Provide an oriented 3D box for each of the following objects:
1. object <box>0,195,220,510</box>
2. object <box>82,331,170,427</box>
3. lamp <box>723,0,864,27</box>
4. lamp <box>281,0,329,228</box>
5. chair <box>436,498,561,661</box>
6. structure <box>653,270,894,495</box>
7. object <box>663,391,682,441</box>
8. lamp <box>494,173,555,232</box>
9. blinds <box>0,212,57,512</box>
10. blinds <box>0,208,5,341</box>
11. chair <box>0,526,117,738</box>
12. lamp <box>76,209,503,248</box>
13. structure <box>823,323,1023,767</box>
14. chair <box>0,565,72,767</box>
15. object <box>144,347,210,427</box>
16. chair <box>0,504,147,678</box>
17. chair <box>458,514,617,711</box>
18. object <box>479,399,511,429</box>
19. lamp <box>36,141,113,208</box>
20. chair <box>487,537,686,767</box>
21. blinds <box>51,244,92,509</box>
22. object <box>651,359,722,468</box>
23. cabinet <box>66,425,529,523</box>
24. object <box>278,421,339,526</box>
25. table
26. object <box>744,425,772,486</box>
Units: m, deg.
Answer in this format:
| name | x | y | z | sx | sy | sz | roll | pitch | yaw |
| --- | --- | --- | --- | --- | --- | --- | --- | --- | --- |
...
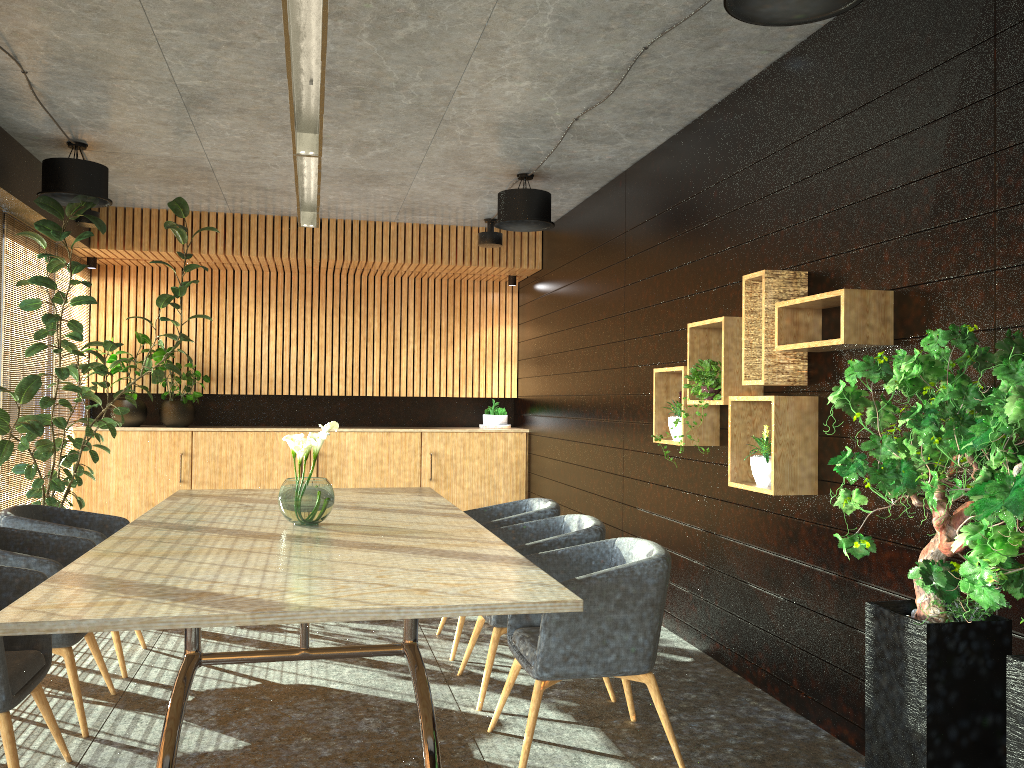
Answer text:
| name | x | y | z | sx | sy | sz | roll | pitch | yaw |
| --- | --- | --- | --- | --- | --- | --- | --- | --- | --- |
| object | -3.697 | 0.060 | 7.374 | 1.958 | 3.266 | 1.875 | 0 | -1 | 26 |
| object | -4.209 | -0.062 | 9.635 | 0.666 | 1.054 | 0.640 | 0 | -1 | 29 |
| lamp | 1.032 | -1.615 | 3.218 | 0.513 | 0.497 | 0.513 | 0 | -1 | 17 |
| lamp | -1.086 | -1.523 | 4.731 | 0.151 | 0.618 | 4.009 | 1 | -1 | -13 |
| chair | -0.072 | 1.233 | 5.821 | 0.761 | 0.944 | 0.706 | 1 | -1 | -13 |
| structure | 1.303 | -0.005 | 4.893 | 0.242 | 1.130 | 2.172 | 1 | -1 | -13 |
| object | 1.083 | 0.202 | 5.680 | 0.241 | 0.318 | 0.226 | 2 | -1 | -38 |
| lamp | 0.105 | -1.539 | 7.449 | 0.513 | 0.497 | 0.513 | 0 | -1 | 17 |
| blinds | -4.248 | 0.141 | 7.798 | 0.039 | 3.038 | 1.422 | 1 | -1 | -13 |
| blinds | -3.918 | 0.115 | 6.341 | 0.039 | 3.038 | 1.422 | 1 | -1 | -13 |
| chair | -2.411 | 1.176 | 4.370 | 0.761 | 0.944 | 0.706 | 1 | -1 | -13 |
| lamp | -2.137 | -1.623 | 8.846 | 4.179 | 0.294 | 0.257 | 1 | -1 | -13 |
| structure | 1.556 | 0.660 | 2.412 | 0.952 | 1.987 | 2.081 | 1 | -1 | -11 |
| chair | -2.212 | 1.160 | 3.493 | 0.761 | 0.944 | 0.706 | 1 | -1 | -13 |
| object | -3.706 | 0.033 | 9.732 | 0.679 | 0.880 | 0.512 | 1 | -1 | -9 |
| chair | -2.609 | 1.192 | 5.247 | 0.761 | 0.944 | 0.706 | 1 | -1 | -13 |
| chair | 0.126 | 1.217 | 4.943 | 0.761 | 0.944 | 0.706 | 1 | -1 | -13 |
| object | -0.202 | 0.360 | 10.696 | 0.384 | 0.347 | 0.384 | 0 | -1 | 10 |
| lamp | -3.287 | -1.594 | 6.682 | 0.513 | 0.497 | 0.513 | 2 | -2 | -42 |
| chair | 0.325 | 1.201 | 4.066 | 0.761 | 0.944 | 0.706 | 1 | -1 | -13 |
| blinds | -4.572 | 0.166 | 9.229 | 0.039 | 3.038 | 1.422 | 1 | -1 | -13 |
| object | 1.087 | 0.170 | 5.170 | 0.401 | 0.633 | 0.445 | 1 | -1 | -32 |
| cabinet | -2.315 | 1.133 | 10.131 | 4.954 | 1.272 | 1.006 | 1 | -1 | -13 |
| object | -1.086 | 0.469 | 4.705 | 0.295 | 0.546 | 0.322 | 1 | -1 | -3 |
| table | -1.086 | 1.205 | 4.669 | 1.816 | 0.927 | 3.932 | 1 | -1 | -13 |
| object | 1.321 | 0.371 | 4.636 | 0.226 | 0.318 | 0.241 | 1 | -1 | -13 |
